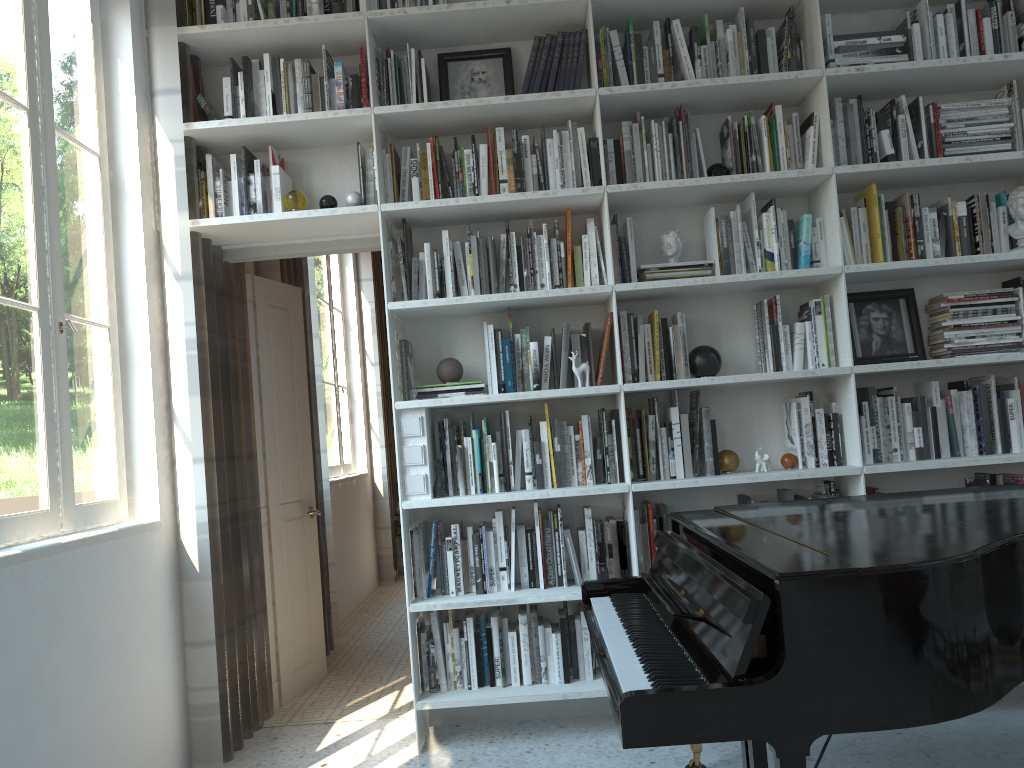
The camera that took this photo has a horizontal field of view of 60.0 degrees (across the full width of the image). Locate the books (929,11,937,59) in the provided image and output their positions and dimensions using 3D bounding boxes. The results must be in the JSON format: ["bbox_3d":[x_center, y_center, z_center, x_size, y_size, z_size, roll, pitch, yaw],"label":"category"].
[{"bbox_3d":[1.607,-1.305,3.474,0.021,0.237,0.171,-4,-3,1],"label":"books"}]

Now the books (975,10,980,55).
[{"bbox_3d":[1.787,-1.316,3.474,0.010,0.230,0.152,-4,-3,1],"label":"books"}]

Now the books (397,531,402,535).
[{"bbox_3d":[-1.006,1.280,7.639,0.129,0.030,0.182,-6,-4,23],"label":"books"}]

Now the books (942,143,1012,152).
[{"bbox_3d":[1.779,-0.900,3.463,0.254,0.012,0.161,-4,-3,0],"label":"books"}]

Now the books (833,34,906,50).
[{"bbox_3d":[1.375,-1.314,3.489,0.285,0.024,0.159,-5,-3,3],"label":"books"}]

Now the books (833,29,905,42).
[{"bbox_3d":[1.373,-1.337,3.495,0.285,0.024,0.159,-5,-3,1],"label":"books"}]

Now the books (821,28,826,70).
[{"bbox_3d":[1.199,-1.263,3.488,0.013,0.218,0.141,-4,-3,1],"label":"books"}]

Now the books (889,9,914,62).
[{"bbox_3d":[1.530,-1.308,3.477,0.012,0.254,0.161,-4,-3,1],"label":"books"}]

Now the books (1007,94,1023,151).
[{"bbox_3d":[1.930,-0.972,3.446,0.012,0.254,0.161,-4,-3,1],"label":"books"}]

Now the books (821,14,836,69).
[{"bbox_3d":[1.215,-1.281,3.467,0.021,0.249,0.191,-4,-3,1],"label":"books"}]

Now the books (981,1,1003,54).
[{"bbox_3d":[1.847,-1.330,3.462,0.032,0.248,0.173,-4,-3,1],"label":"books"}]

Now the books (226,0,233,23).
[{"bbox_3d":[-1.103,-1.438,3.555,0.031,0.195,0.145,-4,-3,1],"label":"books"}]

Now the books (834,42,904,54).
[{"bbox_3d":[1.377,-1.289,3.483,0.254,0.025,0.161,-4,-3,-3],"label":"books"}]

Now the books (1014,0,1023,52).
[{"bbox_3d":[1.961,-1.337,3.406,0.037,0.237,0.272,-4,-3,1],"label":"books"}]

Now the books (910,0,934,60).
[{"bbox_3d":[1.589,-1.328,3.460,0.011,0.284,0.190,-4,-3,1],"label":"books"}]

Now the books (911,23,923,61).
[{"bbox_3d":[1.551,-1.276,3.470,0.025,0.187,0.193,-4,-3,1],"label":"books"}]

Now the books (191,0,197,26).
[{"bbox_3d":[-1.245,-1.443,3.555,0.024,0.228,0.130,-4,-3,1],"label":"books"}]

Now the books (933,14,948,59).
[{"bbox_3d":[1.643,-1.298,3.471,0.027,0.216,0.190,-4,-3,1],"label":"books"}]

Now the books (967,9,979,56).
[{"bbox_3d":[1.759,-1.311,3.462,0.023,0.223,0.190,-4,-3,1],"label":"books"}]

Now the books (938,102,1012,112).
[{"bbox_3d":[1.766,-1.059,3.461,0.285,0.012,0.159,-4,-3,-4],"label":"books"}]

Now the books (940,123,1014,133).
[{"bbox_3d":[1.774,-0.972,3.462,0.285,0.012,0.159,-5,-3,4],"label":"books"}]

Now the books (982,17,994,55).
[{"bbox_3d":[1.820,-1.298,3.462,0.029,0.188,0.176,-4,-3,1],"label":"books"}]

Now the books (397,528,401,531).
[{"bbox_3d":[-1.012,1.254,7.639,0.189,0.022,0.133,-2,-4,-38],"label":"books"}]

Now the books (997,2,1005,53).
[{"bbox_3d":[1.877,-1.338,3.478,0.029,0.261,0.133,-4,-3,1],"label":"books"}]

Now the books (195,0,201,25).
[{"bbox_3d":[-1.222,-1.443,3.544,0.023,0.223,0.151,-4,-3,1],"label":"books"}]

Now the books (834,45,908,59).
[{"bbox_3d":[1.379,-1.265,3.479,0.285,0.024,0.159,-5,-3,6],"label":"books"}]

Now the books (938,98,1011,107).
[{"bbox_3d":[1.766,-1.070,3.469,0.285,0.012,0.159,-5,-3,3],"label":"books"}]

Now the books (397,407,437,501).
[{"bbox_3d":[-0.358,0.268,3.411,0.106,0.340,0.307,-4,-3,1],"label":"books"}]

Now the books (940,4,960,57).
[{"bbox_3d":[1.709,-1.330,3.494,0.029,0.273,0.140,-4,-3,1],"label":"books"}]

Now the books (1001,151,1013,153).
[{"bbox_3d":[1.783,-0.864,3.457,0.254,0.012,0.161,-5,-3,4],"label":"books"}]

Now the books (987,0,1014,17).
[{"bbox_3d":[1.924,-1.379,3.473,0.012,0.334,0.155,-4,-3,1],"label":"books"}]

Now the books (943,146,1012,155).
[{"bbox_3d":[1.780,-0.887,3.465,0.254,0.012,0.161,-5,-3,1],"label":"books"}]

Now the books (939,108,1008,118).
[{"bbox_3d":[1.769,-1.034,3.467,0.254,0.012,0.161,-5,-3,3],"label":"books"}]

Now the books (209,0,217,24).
[{"bbox_3d":[-1.162,-1.472,3.532,0.025,0.269,0.177,-4,-3,1],"label":"books"}]

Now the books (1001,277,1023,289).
[{"bbox_3d":[1.957,-0.258,3.446,0.011,0.299,0.130,-4,-3,1],"label":"books"}]

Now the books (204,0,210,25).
[{"bbox_3d":[-1.183,-1.432,3.536,0.024,0.194,0.167,-4,-3,1],"label":"books"}]

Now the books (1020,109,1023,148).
[{"bbox_3d":[1.966,-0.946,3.457,0.029,0.198,0.172,-4,-3,1],"label":"books"}]

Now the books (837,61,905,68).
[{"bbox_3d":[1.380,-1.223,3.482,0.254,0.012,0.161,-4,-3,-2],"label":"books"}]

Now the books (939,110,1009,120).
[{"bbox_3d":[1.770,-1.021,3.460,0.254,0.012,0.161,-5,-3,6],"label":"books"}]

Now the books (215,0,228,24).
[{"bbox_3d":[-1.132,-1.432,3.531,0.028,0.186,0.182,-4,-3,1],"label":"books"}]

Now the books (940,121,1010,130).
[{"bbox_3d":[1.773,-0.984,3.463,0.254,0.012,0.161,-4,-3,-2],"label":"books"}]

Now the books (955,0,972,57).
[{"bbox_3d":[1.734,-1.331,3.472,0.023,0.269,0.185,-4,-3,1],"label":"books"}]

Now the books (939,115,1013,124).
[{"bbox_3d":[1.771,-1.008,3.468,0.285,0.012,0.159,-4,-3,0],"label":"books"}]

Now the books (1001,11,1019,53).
[{"bbox_3d":[1.908,-1.312,3.462,0.029,0.202,0.191,-4,-3,1],"label":"books"}]

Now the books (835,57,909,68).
[{"bbox_3d":[1.379,-1.235,3.483,0.285,0.012,0.159,-4,-3,-2],"label":"books"}]

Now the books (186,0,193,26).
[{"bbox_3d":[-1.264,-1.438,3.533,0.014,0.219,0.188,-4,-3,1],"label":"books"}]

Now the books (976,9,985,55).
[{"bbox_3d":[1.798,-1.317,3.467,0.012,0.230,0.158,-4,-3,1],"label":"books"}]

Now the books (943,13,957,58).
[{"bbox_3d":[1.682,-1.302,3.473,0.028,0.219,0.183,-4,-3,1],"label":"books"}]

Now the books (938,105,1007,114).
[{"bbox_3d":[1.768,-1.046,3.472,0.254,0.012,0.161,-5,-3,1],"label":"books"}]

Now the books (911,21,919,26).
[{"bbox_3d":[1.575,-1.294,3.500,0.024,0.223,0.128,-4,-3,1],"label":"books"}]

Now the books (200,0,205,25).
[{"bbox_3d":[-1.206,-1.476,3.536,0.014,0.286,0.175,-4,-3,1],"label":"books"}]

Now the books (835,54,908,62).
[{"bbox_3d":[1.379,-1.247,3.486,0.285,0.012,0.159,-4,-3,-1],"label":"books"}]

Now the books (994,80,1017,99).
[{"bbox_3d":[1.941,-1.005,3.463,0.012,0.318,0.140,-4,-3,1],"label":"books"}]

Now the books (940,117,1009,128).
[{"bbox_3d":[1.772,-0.996,3.465,0.254,0.012,0.161,-5,-3,3],"label":"books"}]

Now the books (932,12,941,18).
[{"bbox_3d":[1.661,-1.313,3.484,0.012,0.244,0.131,-4,-3,1],"label":"books"}]

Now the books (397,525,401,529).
[{"bbox_3d":[-1.012,1.237,7.649,0.133,0.012,0.189,-6,-4,18],"label":"books"}]

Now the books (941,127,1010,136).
[{"bbox_3d":[1.775,-0.960,3.466,0.254,0.012,0.161,-5,-3,2],"label":"books"}]

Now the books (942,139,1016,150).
[{"bbox_3d":[1.778,-0.912,3.459,0.285,0.012,0.159,-4,-3,-2],"label":"books"}]
